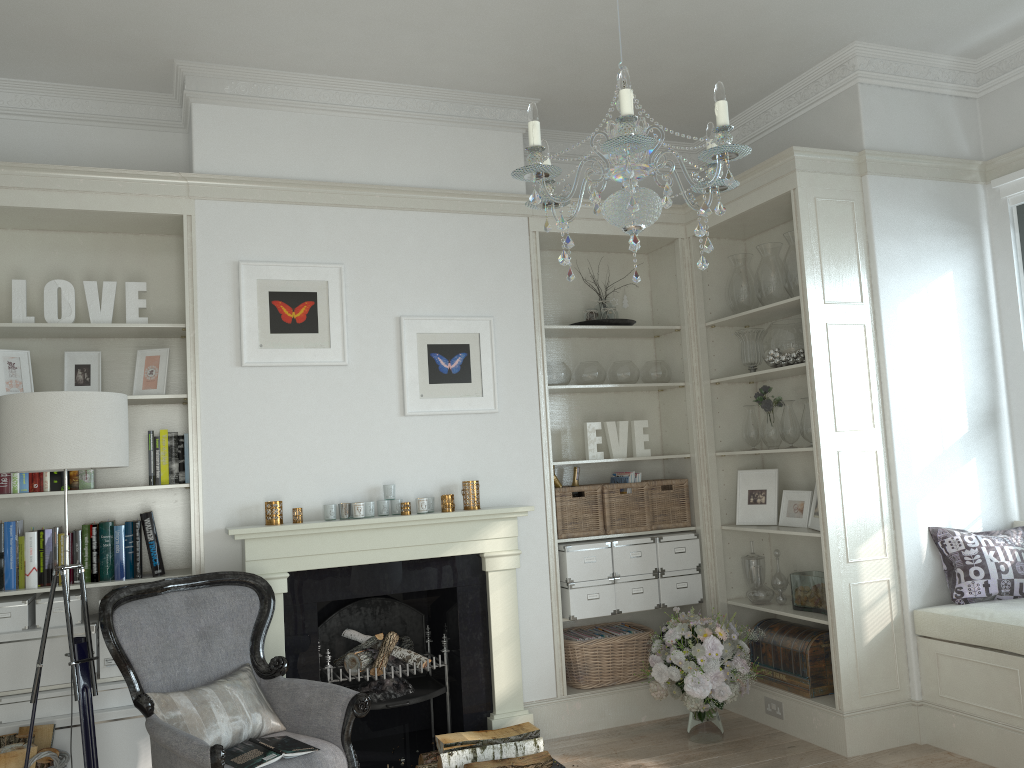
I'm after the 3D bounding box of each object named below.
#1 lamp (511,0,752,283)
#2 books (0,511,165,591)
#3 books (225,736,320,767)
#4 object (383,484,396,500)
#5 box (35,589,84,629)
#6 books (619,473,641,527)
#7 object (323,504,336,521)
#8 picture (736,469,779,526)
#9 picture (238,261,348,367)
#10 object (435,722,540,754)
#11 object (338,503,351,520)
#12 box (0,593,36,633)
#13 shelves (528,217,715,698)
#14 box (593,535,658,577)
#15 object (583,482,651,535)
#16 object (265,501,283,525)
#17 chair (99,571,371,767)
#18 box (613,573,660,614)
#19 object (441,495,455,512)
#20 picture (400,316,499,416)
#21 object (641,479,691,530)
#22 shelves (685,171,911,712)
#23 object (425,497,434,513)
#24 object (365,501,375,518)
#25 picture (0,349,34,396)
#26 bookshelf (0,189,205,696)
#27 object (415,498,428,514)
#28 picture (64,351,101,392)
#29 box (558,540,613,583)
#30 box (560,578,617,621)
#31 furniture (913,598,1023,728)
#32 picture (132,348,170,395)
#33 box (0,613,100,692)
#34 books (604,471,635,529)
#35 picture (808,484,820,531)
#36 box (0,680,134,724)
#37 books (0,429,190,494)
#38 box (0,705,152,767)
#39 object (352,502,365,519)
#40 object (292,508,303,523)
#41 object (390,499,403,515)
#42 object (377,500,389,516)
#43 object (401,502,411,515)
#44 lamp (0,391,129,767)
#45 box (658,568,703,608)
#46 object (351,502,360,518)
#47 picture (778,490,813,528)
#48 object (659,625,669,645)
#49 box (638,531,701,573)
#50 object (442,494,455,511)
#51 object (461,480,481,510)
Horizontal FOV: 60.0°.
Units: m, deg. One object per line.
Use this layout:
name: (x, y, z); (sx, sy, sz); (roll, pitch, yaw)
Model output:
lamp: (0.242, -1.557, 2.360); (0.648, 2.542, 0.577); (-7, -6, 38)
books: (-1.964, 0.737, 3.972); (0.763, 0.302, 0.215); (-1, -5, -21)
books: (-0.878, 1.308, 3.172); (0.224, 0.046, 0.304); (-8, -7, 43)
object: (-0.588, 0.520, 4.258); (0.060, 0.073, 0.060); (-7, -6, 34)
box: (-2.002, 0.995, 3.941); (0.179, 0.126, 0.264); (-1, -5, -22)
books: (0.594, 0.658, 4.983); (0.205, 0.306, 0.221); (-1, -5, -22)
object: (-0.843, 0.596, 4.113); (0.060, 0.073, 0.060); (-7, -6, 34)
picture: (1.352, 0.620, 4.866); (0.231, 0.300, 0.127); (-7, -6, 38)
picture: (-1.038, -0.333, 4.225); (0.494, 0.496, 0.024); (-1, -5, -22)
object: (-0.106, 1.624, 4.029); (0.459, 0.083, 0.150); (-1, -5, -20)
object: (-0.778, 0.593, 4.129); (0.060, 0.073, 0.060); (-7, -6, 34)
box: (-2.191, 1.000, 3.865); (0.179, 0.126, 0.264); (-1, -5, -22)
shelves: (0.545, 0.370, 5.003); (0.992, 2.523, 0.399); (-1, -5, -22)
box: (0.589, 0.948, 4.938); (0.270, 0.191, 0.400); (-1, -5, -22)
object: (0.583, 0.692, 4.976); (0.276, 0.270, 0.275); (-1, -5, -22)
object: (-1.081, 0.586, 4.028); (0.080, 0.104, 0.080); (-7, -6, 35)
chair: (-1.038, 1.242, 3.268); (0.763, 1.024, 0.778); (-7, -6, 33)
box: (0.595, 1.138, 4.915); (0.270, 0.191, 0.400); (-1, -5, -22)
object: (-0.312, 0.576, 4.264); (0.060, 0.079, 0.060); (-7, -7, 39)
picture: (-0.313, -0.095, 4.487); (0.494, 0.496, 0.024); (-1, -5, -22)
object: (0.832, 0.689, 5.109); (0.276, 0.270, 0.275); (-1, -5, -22)
shelves: (1.434, 0.285, 4.630); (0.399, 2.523, 0.972); (-1, -5, -22)
object: (-0.405, 0.587, 4.304); (0.060, 0.073, 0.060); (-7, -6, 34)
object: (-0.676, 0.591, 4.175); (0.060, 0.073, 0.060); (-3, -5, 1)
picture: (-2.204, -0.040, 3.909); (0.094, 0.228, 0.153); (-8, -7, 43)
bookshelf: (-1.929, 0.424, 4.011); (0.988, 2.523, 0.399); (-1, -5, -22)
object: (-0.431, 0.584, 4.245); (0.060, 0.073, 0.060); (-7, -6, 34)
picture: (-1.971, -0.039, 4.073); (0.153, 0.228, 0.094); (-1, -5, -22)
box: (0.334, 0.953, 4.823); (0.270, 0.191, 0.400); (-1, -5, -22)
box: (0.350, 1.142, 4.808); (0.270, 0.191, 0.400); (-1, -5, -22)
furniture: (2.829, 1.072, 2.835); (0.837, 0.459, 3.150); (-1, -5, -22)
picture: (-1.671, -0.052, 4.122); (0.153, 0.228, 0.094); (-4, -5, 3)
box: (-2.081, 1.175, 3.880); (0.499, 0.238, 0.337); (-1, -5, -22)
books: (0.555, 0.649, 4.968); (0.205, 0.306, 0.221); (-1, -5, -22)
picture: (1.542, 0.567, 4.391); (0.124, 0.300, 0.202); (-4, -5, 3)
box: (-1.867, 1.347, 3.837); (0.608, 0.099, 0.219); (-1, -5, -22)
books: (-1.944, 0.328, 4.042); (0.919, 0.301, 0.209); (-1, -5, -21)
box: (-1.862, 1.528, 3.845); (0.734, 0.264, 0.374); (-1, -5, -22)
object: (-0.713, 0.589, 4.120); (0.060, 0.073, 0.060); (-7, -6, 34)
object: (-0.978, 0.600, 4.042); (0.047, 0.068, 0.054); (-4, -5, 5)
object: (-0.554, 0.592, 4.263); (0.060, 0.073, 0.060); (-7, -6, 34)
object: (-0.615, 0.593, 4.236); (0.060, 0.073, 0.060); (-7, -6, 34)
object: (-0.505, 0.592, 4.213); (0.050, 0.058, 0.052); (-5, -5, 15)
lamp: (-1.601, 0.912, 3.196); (0.429, 1.739, 0.429); (-4, -5, 11)
box: (0.852, 1.132, 5.017); (0.270, 0.191, 0.400); (-1, -5, -22)
object: (-0.746, 0.597, 4.188); (0.060, 0.073, 0.060); (-7, -6, 34)
picture: (1.509, 0.652, 4.649); (0.124, 0.192, 0.206); (-1, -6, -27)
object: (0.913, 1.474, 4.974); (0.135, 0.248, 0.135); (0, -6, -32)
box: (0.843, 0.942, 5.027); (0.270, 0.191, 0.400); (-1, -5, -22)
object: (-0.311, 0.583, 4.351); (0.060, 0.079, 0.060); (-7, -6, 35)
object: (-0.200, 0.548, 4.374); (0.087, 0.140, 0.090); (-5, -5, 16)
